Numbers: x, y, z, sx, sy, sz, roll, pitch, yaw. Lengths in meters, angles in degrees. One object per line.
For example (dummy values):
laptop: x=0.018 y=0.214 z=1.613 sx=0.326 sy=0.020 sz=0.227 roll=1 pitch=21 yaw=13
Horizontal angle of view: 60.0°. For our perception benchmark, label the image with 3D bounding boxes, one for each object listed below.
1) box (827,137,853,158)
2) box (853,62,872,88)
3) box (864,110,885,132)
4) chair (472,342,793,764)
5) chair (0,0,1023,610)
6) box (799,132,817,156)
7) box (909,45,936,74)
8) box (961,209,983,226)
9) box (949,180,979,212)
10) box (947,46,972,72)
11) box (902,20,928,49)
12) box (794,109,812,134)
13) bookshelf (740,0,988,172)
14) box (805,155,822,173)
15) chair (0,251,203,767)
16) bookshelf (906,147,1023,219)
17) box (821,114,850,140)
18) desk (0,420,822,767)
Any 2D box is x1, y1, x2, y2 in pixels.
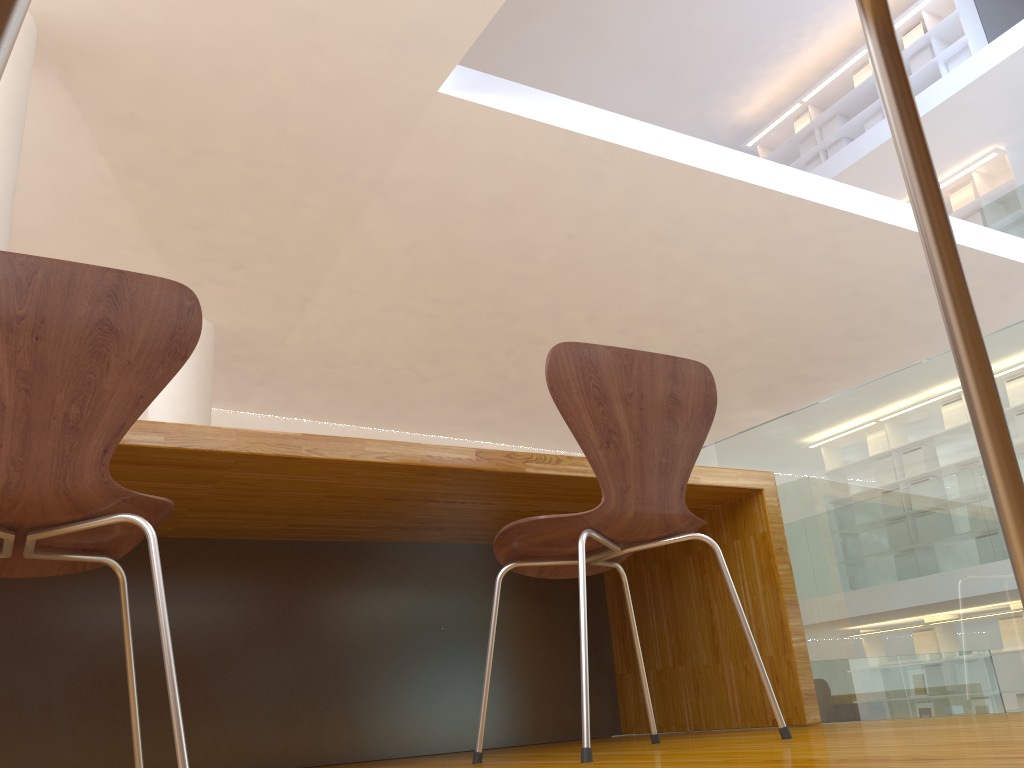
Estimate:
box: x=3.853 y=-2.667 z=10.345 sx=0.274 sy=0.296 sz=0.245 roll=7 pitch=-24 yaw=-29
box: x=4.069 y=-3.475 z=10.128 sx=0.274 sy=0.296 sz=0.245 roll=7 pitch=-24 yaw=-29
box: x=4.113 y=-2.854 z=9.913 sx=0.274 sy=0.296 sz=0.245 roll=7 pitch=-24 yaw=-29
chair: x=0.175 y=0.324 z=1.674 sx=0.428 sy=0.693 sz=0.381 roll=7 pitch=-24 yaw=-29
chair: x=0.095 y=-0.229 z=0.194 sx=0.428 sy=0.693 sz=0.381 roll=7 pitch=-24 yaw=-29
box: x=3.651 y=-2.848 z=10.752 sx=0.274 sy=0.296 sz=0.245 roll=7 pitch=-24 yaw=-29
box: x=4.425 y=-3.403 z=9.469 sx=0.274 sy=0.296 sz=0.245 roll=7 pitch=-24 yaw=-29
box: x=4.588 y=-1.526 z=8.754 sx=0.274 sy=0.296 sz=0.245 roll=7 pitch=-24 yaw=-29
box: x=4.562 y=-1.832 z=8.869 sx=0.274 sy=0.296 sz=0.245 roll=7 pitch=-24 yaw=-29
box: x=4.634 y=-3.227 z=9.051 sx=0.274 sy=0.296 sz=0.245 roll=7 pitch=-24 yaw=-29
box: x=4.400 y=-3.709 z=9.584 sx=0.274 sy=0.296 sz=0.245 roll=7 pitch=-24 yaw=-29
box: x=3.624 y=-3.153 z=10.868 sx=0.274 sy=0.296 sz=0.245 roll=7 pitch=-24 yaw=-29
bookshelf: x=3.945 y=-2.769 z=10.056 sx=0.498 sy=1.836 sz=2.984 roll=7 pitch=-24 yaw=-29
box: x=3.682 y=-2.545 z=10.627 sx=0.274 sy=0.296 sz=0.245 roll=7 pitch=-24 yaw=-29
chair: x=-0.671 y=0.220 z=1.208 sx=0.428 sy=0.693 sz=0.381 roll=7 pitch=-24 yaw=-29
bookshelf: x=4.108 y=-0.892 z=9.341 sx=0.498 sy=1.836 sz=2.984 roll=7 pitch=-24 yaw=-29
box: x=3.826 y=-2.973 z=10.461 sx=0.274 sy=0.296 sz=0.245 roll=7 pitch=-24 yaw=-29
desk: x=-1.079 y=0.681 z=1.969 sx=3.243 sy=0.785 sz=1.527 roll=7 pitch=-24 yaw=-29
